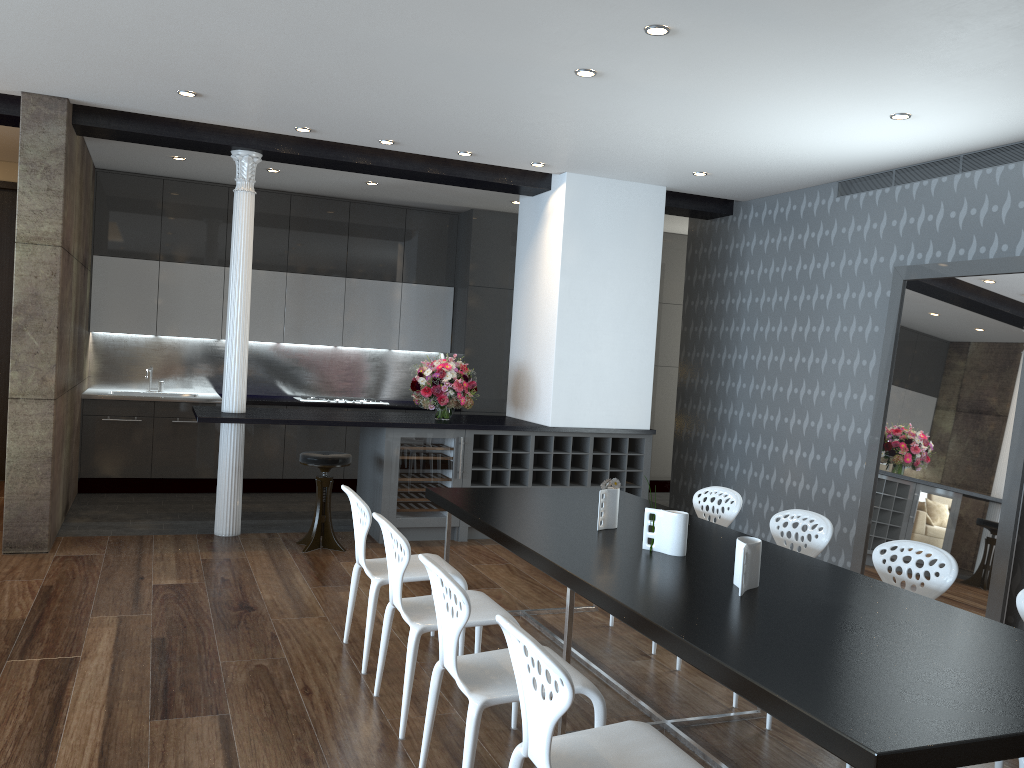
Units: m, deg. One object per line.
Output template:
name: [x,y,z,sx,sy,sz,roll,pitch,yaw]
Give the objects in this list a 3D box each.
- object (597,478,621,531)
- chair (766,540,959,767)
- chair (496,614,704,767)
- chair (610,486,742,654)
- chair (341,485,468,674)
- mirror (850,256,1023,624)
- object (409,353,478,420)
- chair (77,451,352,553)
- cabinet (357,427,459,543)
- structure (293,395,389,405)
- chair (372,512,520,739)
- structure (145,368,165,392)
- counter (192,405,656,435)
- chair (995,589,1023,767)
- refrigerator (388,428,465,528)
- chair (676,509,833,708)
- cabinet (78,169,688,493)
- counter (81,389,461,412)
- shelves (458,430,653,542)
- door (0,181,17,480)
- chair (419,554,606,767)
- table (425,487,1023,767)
object: [0.438,0.558,4.153,0.161,0.233,0.076,2,3,-40]
chair: [1.454,1.073,3.629,0.581,0.835,0.495,3,2,-22]
chair: [0.233,1.043,2.381,0.581,0.835,0.495,3,2,-22]
chair: [0.934,0.993,4.931,0.581,0.835,0.495,3,2,-22]
chair: [-0.563,0.920,4.358,0.581,0.835,0.495,3,2,-22]
mirror: [2.762,0.350,5.690,0.240,2.294,1.200,3,2,-22]
object: [-0.557,0.018,7.272,0.544,0.552,0.570,3,2,-16]
chair: [-0.899,1.139,3.205,16.134,0.952,21.556,3,2,-22]
cabinet: [-0.857,0.762,7.305,0.642,0.897,0.900,3,2,-22]
structure: [-1.770,0.179,9.177,0.900,0.066,0.520,3,2,-22]
chair: [-0.308,0.960,3.706,0.581,0.835,0.495,3,2,-22]
structure: [-3.519,-0.024,8.743,0.183,0.249,0.224,3,2,-22]
counter: [-0.669,0.303,7.352,3.700,0.040,1.000,3,2,-22]
chair: [1.715,1.113,2.978,0.581,0.835,0.495,3,2,-22]
refrigerator: [-0.666,0.729,6.913,0.578,0.774,0.075,3,2,-18]
chair: [1.194,1.033,4.280,0.581,0.835,0.495,3,2,-22]
cabinet: [-0.538,-0.356,9.670,7.409,2.980,0.827,3,2,-22]
counter: [-2.352,0.259,8.994,3.597,0.223,0.807,3,2,-22]
shelves: [0.229,0.814,7.742,1.700,0.897,0.900,3,2,-22]
door: [-4.971,-0.490,8.322,1.037,2.814,0.246,3,2,-22]
chair: [-0.043,1.002,3.019,0.581,0.835,0.495,3,2,-22]
table: [0.673,1.074,3.682,1.200,0.733,3.400,3,2,-22]
